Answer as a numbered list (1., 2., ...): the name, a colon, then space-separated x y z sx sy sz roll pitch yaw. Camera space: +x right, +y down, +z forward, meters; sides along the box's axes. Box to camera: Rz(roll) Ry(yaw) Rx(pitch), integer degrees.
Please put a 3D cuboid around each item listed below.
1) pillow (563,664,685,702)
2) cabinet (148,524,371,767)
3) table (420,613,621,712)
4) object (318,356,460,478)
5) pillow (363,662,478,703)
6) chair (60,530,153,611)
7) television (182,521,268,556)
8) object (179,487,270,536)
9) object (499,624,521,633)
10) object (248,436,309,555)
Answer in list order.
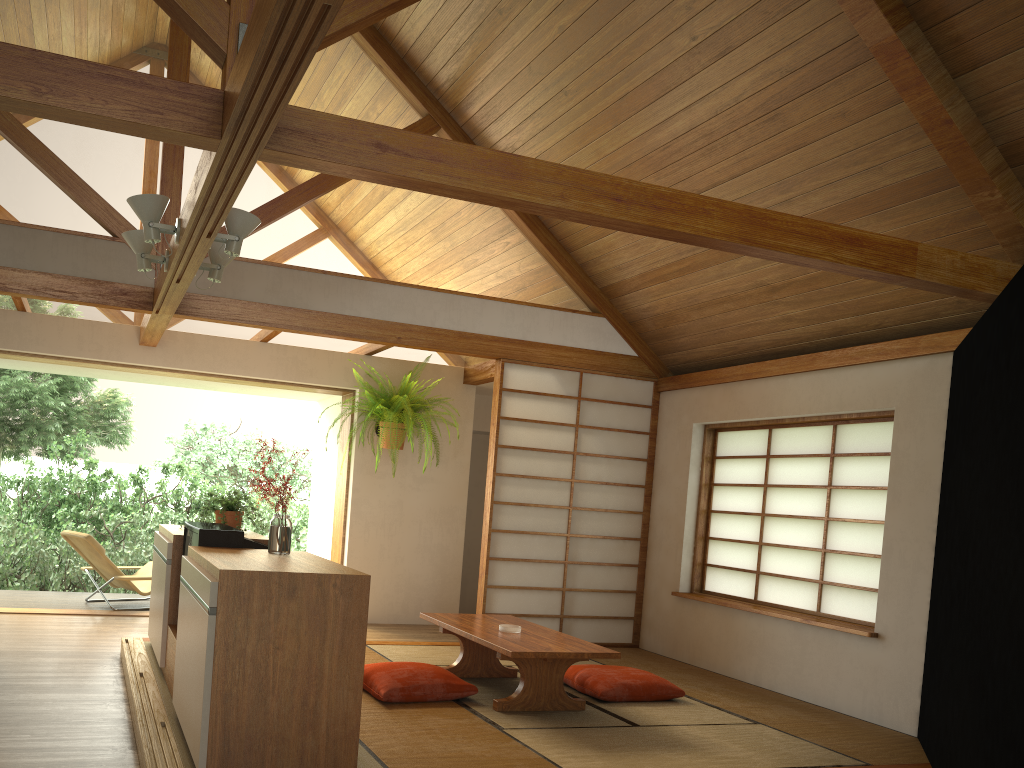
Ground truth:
1. pillow: 0.586 1.693 5.000 0.533 0.131 0.590 7 -8 -24
2. cabinet: -1.378 1.137 4.249 0.532 0.735 2.785 5 -7 -25
3. table: -0.020 1.509 4.761 0.575 0.335 1.264 7 -7 -24
4. object: -0.921 0.295 7.249 1.211 1.128 1.114 6 -3 -29
5. pillow: -0.541 1.547 4.602 0.529 0.148 0.594 8 -8 -29
6. chair: -3.233 1.604 7.582 0.854 0.627 1.164 0 -7 42
7. television: -1.336 0.966 4.254 0.469 0.539 0.672 5 -4 -24
8. object: -1.732 0.802 5.242 0.522 0.376 0.547 2 -5 28
9. object: -0.010 1.322 4.730 0.127 0.030 0.112 -2 -9 41
10. object: -1.001 0.469 3.691 0.229 0.501 0.233 4 0 -16
